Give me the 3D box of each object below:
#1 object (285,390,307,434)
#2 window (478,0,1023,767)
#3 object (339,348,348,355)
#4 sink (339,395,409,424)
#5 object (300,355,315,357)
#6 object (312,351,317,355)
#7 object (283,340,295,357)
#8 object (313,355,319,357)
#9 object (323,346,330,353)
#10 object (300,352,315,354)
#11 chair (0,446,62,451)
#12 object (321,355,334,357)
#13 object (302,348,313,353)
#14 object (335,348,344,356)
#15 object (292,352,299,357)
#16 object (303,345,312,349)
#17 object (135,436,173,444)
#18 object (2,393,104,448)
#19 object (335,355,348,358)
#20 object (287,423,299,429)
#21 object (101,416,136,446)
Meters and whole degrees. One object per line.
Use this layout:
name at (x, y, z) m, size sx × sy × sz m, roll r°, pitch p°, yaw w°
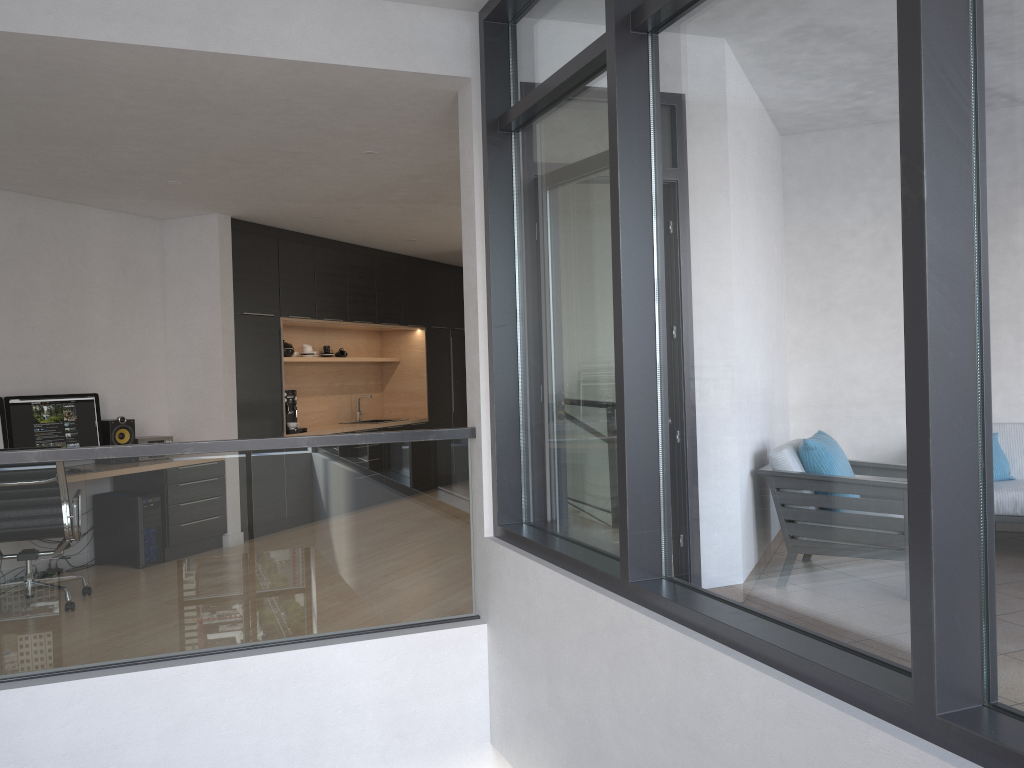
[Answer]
object at (-2.134, 0.253, 8.362) m, size 0.584 × 0.398 × 0.618 m, roll -1°, pitch 1°, yaw 24°
window at (0.867, -0.496, 1.771) m, size 0.170 × 2.402 × 5.002 m, roll -2°, pitch 1°, yaw -21°
object at (-1.811, -0.342, 9.518) m, size 0.100 × 0.093 × 0.066 m, roll -1°, pitch 1°, yaw 34°
sink at (-1.514, 0.383, 9.761) m, size 0.512 × 0.518 × 0.626 m, roll -1°, pitch 1°, yaw 24°
object at (-2.046, -0.277, 8.878) m, size 0.145 × 0.025 × 0.145 m, roll -1°, pitch 1°, yaw 10°
object at (-2.058, -0.304, 9.119) m, size 0.099 × 0.057 × 0.095 m, roll -1°, pitch 1°, yaw 21°
object at (-2.211, -0.341, 8.596) m, size 0.240 × 0.171 × 0.213 m, roll -2°, pitch 1°, yaw -30°
object at (-2.056, -0.280, 9.119) m, size 0.145 × 0.025 × 0.145 m, roll -1°, pitch 1°, yaw 37°
object at (-1.924, -0.351, 9.209) m, size 0.066 × 0.092 × 0.084 m, roll -2°, pitch 1°, yaw -7°
object at (-2.047, -0.301, 8.878) m, size 0.145 × 0.025 × 0.145 m, roll -1°, pitch 1°, yaw 10°
chair at (-2.979, 0.867, 5.415) m, size 0.664 × 0.991 × 0.699 m, roll -2°, pitch 1°, yaw -15°
object at (-1.919, -0.285, 9.216) m, size 0.145 × 0.025 × 0.145 m, roll -1°, pitch 1°, yaw 37°
object at (-2.049, -0.326, 8.881) m, size 0.095 × 0.057 × 0.099 m, roll -2°, pitch 1°, yaw -4°
object at (-1.843, -0.334, 9.464) m, size 0.100 × 0.093 × 0.066 m, roll -1°, pitch 1°, yaw 39°
object at (-2.175, -0.288, 8.816) m, size 0.099 × 0.057 × 0.095 m, roll -2°, pitch 1°, yaw -19°
object at (-2.049, -0.359, 8.877) m, size 0.098 × 0.075 × 0.095 m, roll -1°, pitch 1°, yaw 35°
object at (-2.847, 0.502, 6.940) m, size 0.270 × 0.174 × 0.285 m, roll -1°, pitch 1°, yaw 39°
object at (-3.248, 0.343, 6.284) m, size 0.190 × 0.535 × 0.716 m, roll -1°, pitch 1°, yaw 29°
object at (-1.828, -0.291, 9.486) m, size 0.145 × 0.025 × 0.145 m, roll -1°, pitch 1°, yaw 26°
object at (-2.015, 0.384, 8.126) m, size 0.099 × 0.057 × 0.095 m, roll -1°, pitch 1°, yaw 26°
object at (-3.009, 0.421, 6.725) m, size 0.249 × 0.354 × 0.198 m, roll -1°, pitch 1°, yaw 39°
